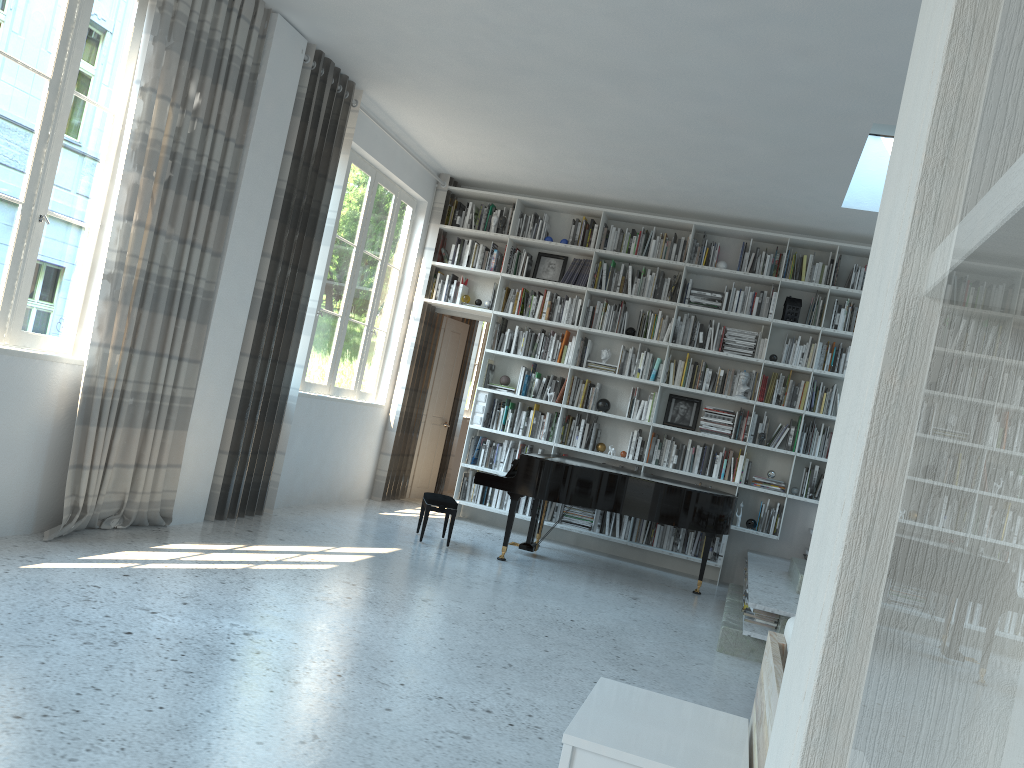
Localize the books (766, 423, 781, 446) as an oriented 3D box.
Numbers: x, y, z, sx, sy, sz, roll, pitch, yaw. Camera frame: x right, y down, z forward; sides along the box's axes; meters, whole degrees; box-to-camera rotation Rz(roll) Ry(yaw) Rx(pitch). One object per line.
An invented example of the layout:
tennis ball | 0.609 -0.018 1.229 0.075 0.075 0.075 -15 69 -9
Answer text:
books | 2.317 0.456 7.867 0.095 0.228 0.190 12 -1 15

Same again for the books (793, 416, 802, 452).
books | 2.512 0.444 7.827 0.014 0.325 0.183 12 -1 15

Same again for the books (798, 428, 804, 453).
books | 2.543 0.501 7.822 0.012 0.226 0.147 12 -1 15

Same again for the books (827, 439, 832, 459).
books | 2.778 0.558 7.752 0.014 0.207 0.180 12 -1 15

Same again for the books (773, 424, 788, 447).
books | 2.380 0.462 7.870 0.094 0.238 0.150 12 -1 15

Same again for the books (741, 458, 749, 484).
books | 2.084 0.779 7.932 0.027 0.229 0.141 12 -1 15

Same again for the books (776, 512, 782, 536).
books | 2.332 1.219 7.742 0.012 0.206 0.161 12 -1 15

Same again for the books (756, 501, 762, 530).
books | 2.166 1.156 7.779 0.005 0.264 0.162 12 -1 15

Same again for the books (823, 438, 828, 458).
books | 2.743 0.566 7.772 0.013 0.179 0.140 12 -1 15

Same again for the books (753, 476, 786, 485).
books | 2.271 0.852 7.813 0.285 0.012 0.159 11 -2 19

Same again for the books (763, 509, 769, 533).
books | 2.227 1.200 7.769 0.013 0.202 0.139 12 -1 15

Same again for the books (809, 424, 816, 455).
books | 2.635 0.490 7.788 0.005 0.283 0.159 12 -1 15

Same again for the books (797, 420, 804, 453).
books | 2.541 0.464 7.838 0.014 0.298 0.148 12 -1 15

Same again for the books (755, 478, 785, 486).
books | 2.265 0.863 7.805 0.254 0.012 0.161 12 -2 15

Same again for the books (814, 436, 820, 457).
books | 2.669 0.546 7.774 0.013 0.186 0.184 12 -1 15

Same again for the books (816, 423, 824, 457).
books | 2.692 0.495 7.770 0.014 0.297 0.175 12 -1 15

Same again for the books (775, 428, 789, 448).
books | 2.392 0.484 7.864 0.091 0.205 0.169 12 -1 15

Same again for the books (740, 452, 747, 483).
books | 2.071 0.748 7.937 0.012 0.285 0.159 12 -1 15

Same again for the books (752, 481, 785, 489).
books | 2.263 0.888 7.810 0.285 0.012 0.159 11 -2 18

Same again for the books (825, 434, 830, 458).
books | 2.758 0.546 7.771 0.008 0.223 0.134 12 -1 15

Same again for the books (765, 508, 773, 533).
books | 2.241 1.191 7.740 0.026 0.225 0.175 12 -1 15

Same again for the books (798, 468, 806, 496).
books | 2.548 0.861 7.796 0.012 0.254 0.161 12 -1 15

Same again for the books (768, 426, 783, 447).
books | 2.333 0.468 7.867 0.089 0.210 0.176 12 -1 15

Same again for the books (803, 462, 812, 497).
books | 2.582 0.835 7.769 0.010 0.316 0.187 12 -1 15

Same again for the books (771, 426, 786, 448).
books | 2.363 0.474 7.875 0.090 0.212 0.143 12 -1 15

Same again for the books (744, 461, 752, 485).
books | 2.110 0.794 7.926 0.030 0.210 0.136 12 -1 15

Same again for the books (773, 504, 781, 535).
books | 2.314 1.183 7.751 0.015 0.270 0.157 12 -1 15

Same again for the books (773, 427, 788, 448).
books | 2.383 0.477 7.877 0.090 0.215 0.139 12 -1 15

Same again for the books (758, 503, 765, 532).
books | 2.183 1.168 7.765 0.014 0.246 0.176 12 -1 15

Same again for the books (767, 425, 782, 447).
books | 2.330 0.462 7.883 0.088 0.220 0.138 12 -1 15

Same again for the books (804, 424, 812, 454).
books | 2.607 0.485 7.803 0.006 0.281 0.155 12 -1 15

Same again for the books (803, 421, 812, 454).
books | 2.597 0.476 7.808 0.018 0.295 0.177 12 -1 15

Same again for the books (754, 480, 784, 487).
books | 2.267 0.876 7.815 0.254 0.012 0.161 11 -2 20

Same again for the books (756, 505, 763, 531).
books | 2.173 1.175 7.785 0.012 0.229 0.129 12 -1 15

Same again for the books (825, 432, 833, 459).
books | 2.768 0.540 7.759 0.015 0.238 0.176 12 -1 15

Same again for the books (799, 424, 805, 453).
books | 2.555 0.482 7.813 0.010 0.266 0.158 12 -1 15

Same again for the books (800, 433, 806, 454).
books | 2.561 0.524 7.819 0.015 0.188 0.168 12 -1 15

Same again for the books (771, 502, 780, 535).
books | 2.293 1.171 7.735 0.021 0.285 0.172 12 -1 15

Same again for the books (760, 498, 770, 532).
books | 2.216 1.148 7.777 0.032 0.300 0.149 12 -1 15

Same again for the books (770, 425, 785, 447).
books | 2.355 0.465 7.883 0.095 0.226 0.144 12 -1 15

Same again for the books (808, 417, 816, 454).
books | 2.636 0.461 7.815 0.007 0.342 0.149 12 -1 15

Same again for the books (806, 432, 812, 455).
books | 2.610 0.525 7.807 0.013 0.204 0.154 12 -1 15

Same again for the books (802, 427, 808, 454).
books | 2.581 0.502 7.825 0.011 0.239 0.136 12 -1 15

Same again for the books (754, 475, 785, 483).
books | 2.271 0.840 7.807 0.254 0.012 0.161 11 -2 24

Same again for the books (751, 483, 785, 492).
books | 2.259 0.912 7.815 0.285 0.012 0.159 11 -2 20

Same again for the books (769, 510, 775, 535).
books | 2.268 1.203 7.732 0.011 0.212 0.178 12 -1 15

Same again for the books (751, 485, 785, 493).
books | 2.255 0.923 7.810 0.285 0.012 0.159 11 -2 18

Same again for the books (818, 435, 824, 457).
books | 2.706 0.546 7.781 0.013 0.203 0.167 12 -1 15

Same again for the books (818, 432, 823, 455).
books | 2.702 0.523 7.786 0.007 0.247 0.153 12 -1 15

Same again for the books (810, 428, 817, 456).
books | 2.641 0.509 7.787 0.013 0.248 0.165 12 -1 15

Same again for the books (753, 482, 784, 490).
books | 2.261 0.900 7.812 0.254 0.012 0.161 11 -2 21

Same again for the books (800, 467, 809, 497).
books | 2.561 0.859 7.772 0.023 0.262 0.186 12 -1 15

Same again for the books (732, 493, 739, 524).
books | 1.979 1.108 7.876 0.012 0.285 0.159 12 -1 15

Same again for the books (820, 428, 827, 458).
books | 2.721 0.516 7.767 0.012 0.267 0.183 12 -1 15

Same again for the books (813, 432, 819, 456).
books | 2.661 0.528 7.783 0.013 0.218 0.161 12 -1 15

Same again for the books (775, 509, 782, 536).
books | 2.320 1.203 7.734 0.013 0.233 0.149 12 -1 15

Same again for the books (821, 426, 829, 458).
books | 2.746 0.512 7.777 0.006 0.285 0.159 12 -1 15

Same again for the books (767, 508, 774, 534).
books | 2.263 1.195 7.751 0.012 0.225 0.149 12 -1 15

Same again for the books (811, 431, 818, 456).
books | 2.647 0.521 7.774 0.011 0.226 0.188 12 -1 15
